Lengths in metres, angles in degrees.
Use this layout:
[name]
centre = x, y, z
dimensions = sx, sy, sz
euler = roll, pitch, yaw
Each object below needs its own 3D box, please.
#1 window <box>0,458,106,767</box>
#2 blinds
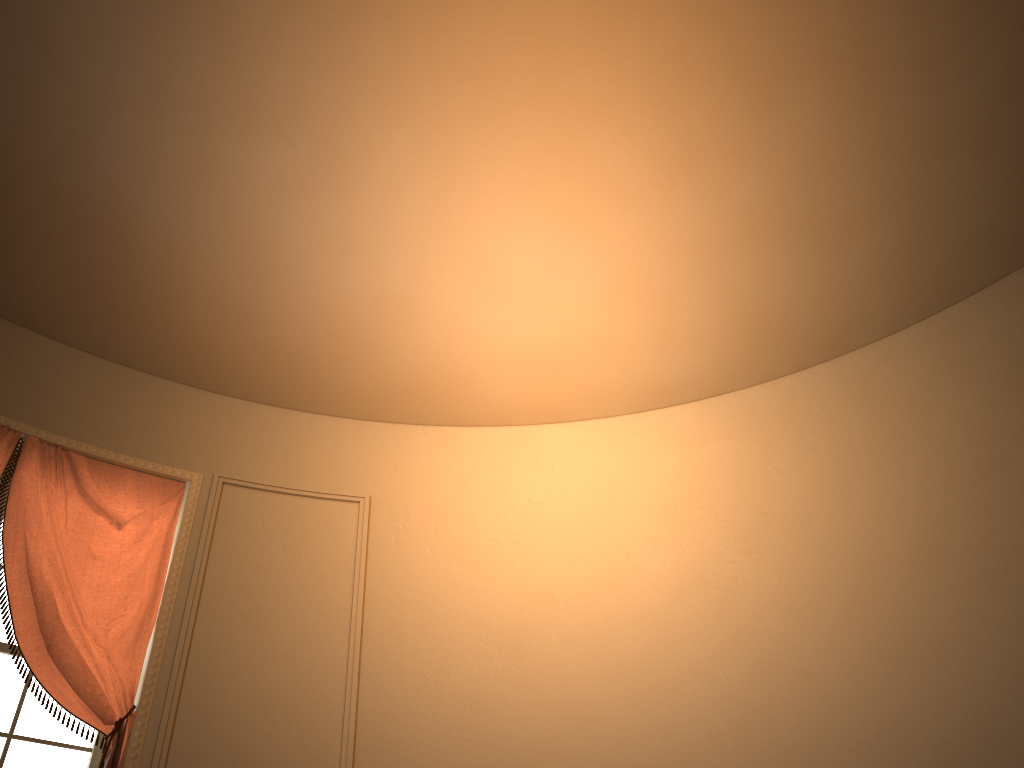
[window]
centre = -2.020, 1.333, 2.774
dimensions = 1.341, 2.769, 0.047
euler = 27, -51, -30
[blinds]
centre = -1.835, 1.224, 2.584
dimensions = 1.369, 2.906, 0.285
euler = 27, -51, -30
